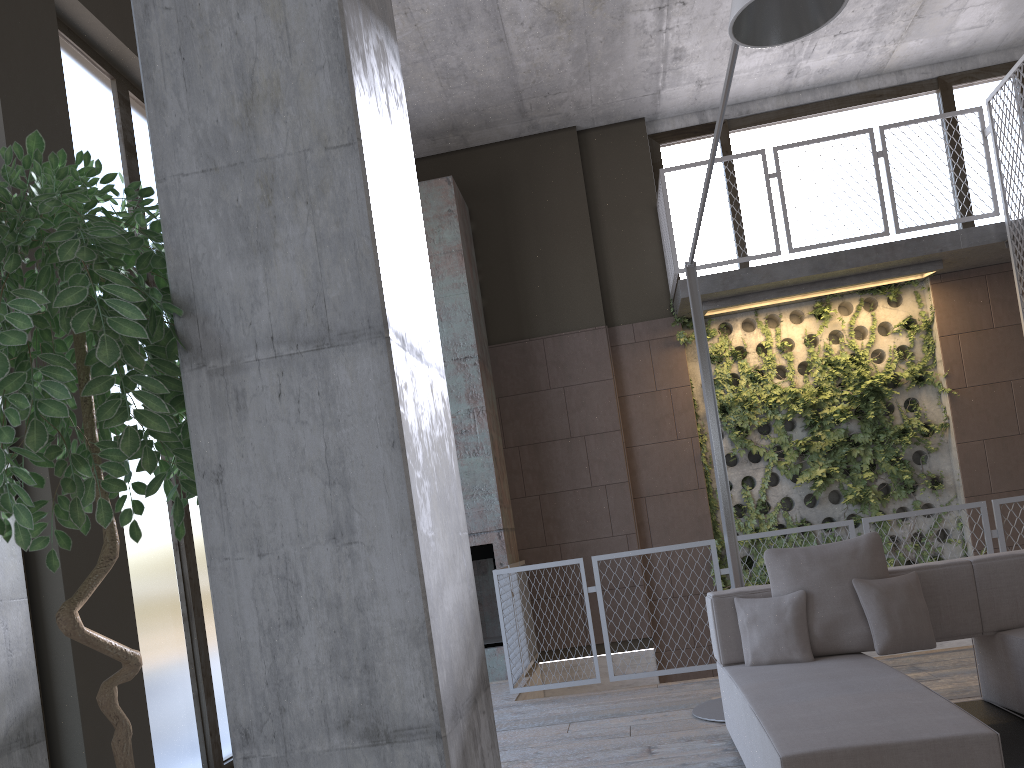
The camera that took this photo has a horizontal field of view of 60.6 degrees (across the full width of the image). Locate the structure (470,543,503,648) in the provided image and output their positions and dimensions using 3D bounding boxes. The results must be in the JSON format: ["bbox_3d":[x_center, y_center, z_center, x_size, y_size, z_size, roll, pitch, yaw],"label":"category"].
[{"bbox_3d":[-0.373,1.935,7.928,0.578,0.919,0.056,-9,-2,7],"label":"structure"}]

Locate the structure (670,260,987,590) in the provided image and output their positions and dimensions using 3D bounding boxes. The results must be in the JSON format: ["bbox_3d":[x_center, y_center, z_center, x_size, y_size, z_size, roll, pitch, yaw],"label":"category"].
[{"bbox_3d":[3.013,0.712,8.213,2.635,3.788,1.009,-9,-2,7],"label":"structure"}]

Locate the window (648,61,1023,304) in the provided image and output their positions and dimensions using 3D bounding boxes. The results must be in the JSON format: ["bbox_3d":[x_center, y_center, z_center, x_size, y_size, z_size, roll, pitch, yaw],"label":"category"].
[{"bbox_3d":[3.219,-1.889,8.487,3.576,1.736,0.110,-9,-2,7],"label":"window"}]

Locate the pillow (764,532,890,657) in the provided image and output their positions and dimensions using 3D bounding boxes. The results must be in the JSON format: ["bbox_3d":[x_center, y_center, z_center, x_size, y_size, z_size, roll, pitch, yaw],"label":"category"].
[{"bbox_3d":[1.526,1.018,4.196,0.565,0.552,0.222,-9,-3,9],"label":"pillow"}]

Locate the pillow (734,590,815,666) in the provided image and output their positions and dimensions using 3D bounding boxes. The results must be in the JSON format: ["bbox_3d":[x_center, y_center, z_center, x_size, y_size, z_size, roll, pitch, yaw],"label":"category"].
[{"bbox_3d":[1.251,1.188,4.199,0.375,0.373,0.150,-13,-5,40],"label":"pillow"}]

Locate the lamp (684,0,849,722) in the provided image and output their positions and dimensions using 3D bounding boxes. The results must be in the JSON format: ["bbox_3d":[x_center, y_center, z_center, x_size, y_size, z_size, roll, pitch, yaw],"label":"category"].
[{"bbox_3d":[1.304,0.086,4.405,0.754,3.391,2.663,-8,-5,-6],"label":"lamp"}]

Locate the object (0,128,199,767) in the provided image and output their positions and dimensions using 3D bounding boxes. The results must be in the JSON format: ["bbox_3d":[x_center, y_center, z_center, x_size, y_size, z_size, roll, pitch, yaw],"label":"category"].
[{"bbox_3d":[-0.937,0.387,1.863,0.993,1.847,0.983,-6,-4,-27],"label":"object"}]

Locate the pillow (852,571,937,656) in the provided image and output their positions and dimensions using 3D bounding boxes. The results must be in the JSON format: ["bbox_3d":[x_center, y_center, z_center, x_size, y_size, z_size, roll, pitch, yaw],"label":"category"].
[{"bbox_3d":[1.780,1.060,4.057,0.374,0.369,0.171,-6,-4,-20],"label":"pillow"}]

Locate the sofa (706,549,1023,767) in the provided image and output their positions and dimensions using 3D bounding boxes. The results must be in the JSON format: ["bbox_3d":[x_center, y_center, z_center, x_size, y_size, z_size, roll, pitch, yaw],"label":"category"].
[{"bbox_3d":[2.352,1.004,3.016,3.006,0.777,3.047,-9,-10,7],"label":"sofa"}]

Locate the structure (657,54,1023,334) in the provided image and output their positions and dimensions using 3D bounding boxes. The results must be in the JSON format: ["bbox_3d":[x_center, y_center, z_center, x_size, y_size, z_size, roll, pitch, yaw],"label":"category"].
[{"bbox_3d":[3.364,-0.124,7.046,3.694,4.276,3.060,-9,-5,7],"label":"structure"}]

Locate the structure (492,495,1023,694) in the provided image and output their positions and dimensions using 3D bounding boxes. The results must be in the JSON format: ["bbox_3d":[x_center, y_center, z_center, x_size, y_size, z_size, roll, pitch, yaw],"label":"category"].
[{"bbox_3d":[2.213,1.653,7.263,4.440,0.925,1.948,-9,-9,7],"label":"structure"}]

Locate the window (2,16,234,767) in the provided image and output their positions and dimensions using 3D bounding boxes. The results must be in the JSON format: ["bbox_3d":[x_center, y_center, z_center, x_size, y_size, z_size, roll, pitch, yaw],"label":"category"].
[{"bbox_3d":[-2.141,-0.008,3.729,0.210,4.113,9.319,-8,-9,5],"label":"window"}]
